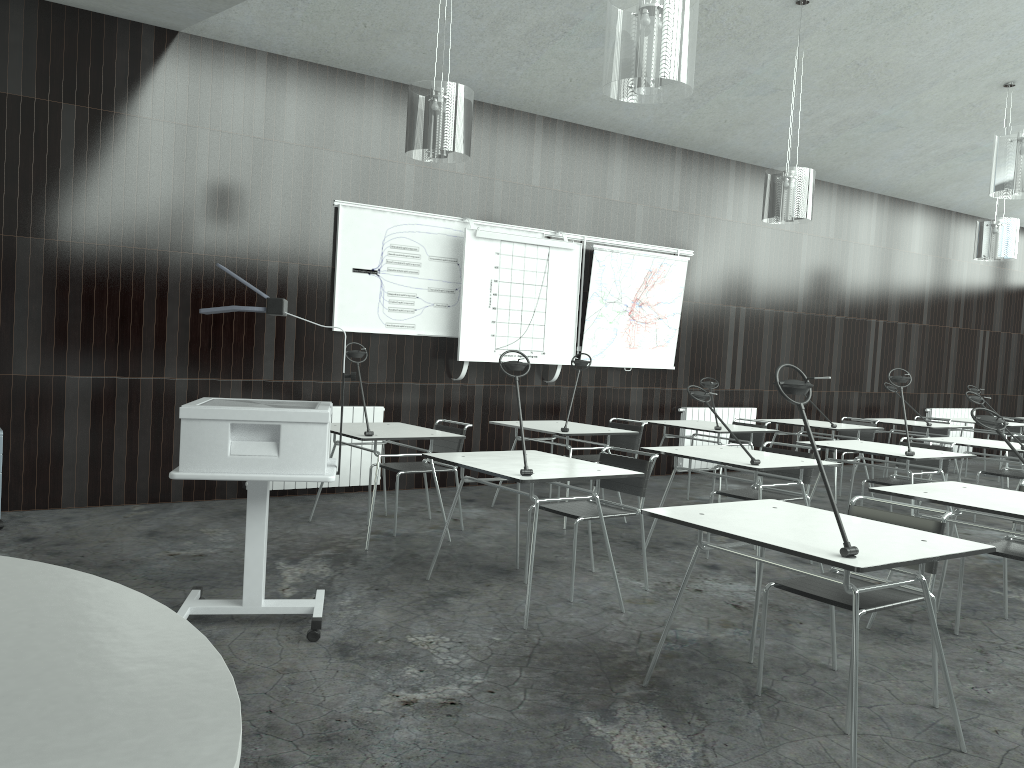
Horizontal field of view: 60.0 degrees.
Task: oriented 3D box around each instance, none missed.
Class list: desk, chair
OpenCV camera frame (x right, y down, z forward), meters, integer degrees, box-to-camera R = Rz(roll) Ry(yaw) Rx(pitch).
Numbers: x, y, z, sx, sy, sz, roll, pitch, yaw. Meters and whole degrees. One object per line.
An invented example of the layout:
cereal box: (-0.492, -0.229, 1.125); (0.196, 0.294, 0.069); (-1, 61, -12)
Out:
desk: (2.487, 0.538, 5.947); (0.700, 1.321, 0.900); (1, 3, -34)
desk: (0.078, 0.483, 4.282); (0.700, 1.321, 0.900); (1, 3, -34)
chair: (3.112, 0.743, 8.335); (0.555, 0.765, 0.428); (1, 3, -35)
chair: (1.505, 0.791, 5.294); (0.555, 0.765, 0.428); (1, 3, -38)
chair: (2.351, 0.892, 3.994); (0.555, 0.765, 0.428); (1, 3, -34)
desk: (0.362, 0.403, 6.453); (0.700, 1.321, 0.900); (1, 3, -36)
desk: (1.588, 0.518, 7.232); (0.700, 1.153, 0.900); (1, 3, -34)
chair: (5.422, 0.796, 9.928); (0.555, 0.765, 0.428); (1, 3, -36)
chair: (2.748, 0.819, 6.161); (0.555, 0.765, 0.428); (1, 3, -39)
desk: (2.778, 0.544, 8.085); (0.700, 1.153, 0.900); (1, 3, -35)
desk: (3.664, 0.649, 6.760); (0.700, 1.153, 0.900); (1, 3, -34)
desk: (5.162, 0.599, 9.711); (0.700, 1.153, 0.900); (1, 3, -36)
desk: (3.987, 0.573, 8.892); (0.700, 1.153, 0.900); (1, 3, -34)
chair: (-0.597, 0.658, 5.783); (0.555, 0.765, 0.428); (1, 3, -36)
desk: (1.284, 0.596, 5.079); (0.700, 1.153, 0.900); (1, 3, -34)
desk: (-0.893, 0.821, 1.147); (0.910, 0.818, 1.600); (1, 3, -39)
chair: (4.171, 0.766, 9.084); (0.555, 0.765, 0.428); (1, 3, -38)
desk: (2.123, 0.696, 3.808); (0.700, 1.153, 0.900); (1, 3, -34)
chair: (0.411, 0.766, 4.530); (0.555, 0.765, 0.428); (1, 3, -37)
desk: (-0.819, 0.378, 5.590); (0.700, 1.321, 0.900); (1, 3, -35)
chair: (0.689, 0.685, 6.710); (0.555, 0.765, 0.428); (1, 3, -36)
desk: (0.983, 0.589, 2.964); (0.700, 1.321, 0.900); (1, 3, -33)
desk: (4.862, 0.678, 7.559); (0.700, 1.153, 0.900); (1, 3, -36)
chair: (1.817, 0.714, 7.418); (0.555, 0.765, 0.428); (1, 3, -32)
chair: (1.223, 0.869, 3.160); (0.555, 0.765, 0.428); (1, 3, -35)
chair: (4.001, 0.848, 7.005); (0.555, 0.765, 0.428); (1, 3, -34)
desk: (6.404, 0.630, 10.518); (0.700, 1.153, 0.900); (1, 3, -34)

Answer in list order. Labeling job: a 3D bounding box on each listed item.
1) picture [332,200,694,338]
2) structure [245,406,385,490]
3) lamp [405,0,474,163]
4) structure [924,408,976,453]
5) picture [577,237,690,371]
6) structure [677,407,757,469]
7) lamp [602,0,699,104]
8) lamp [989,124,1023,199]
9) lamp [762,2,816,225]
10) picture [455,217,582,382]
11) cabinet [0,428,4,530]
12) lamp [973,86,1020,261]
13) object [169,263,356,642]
picture: (0.215, -0.964, 7.812); (3.818, 1.102, 0.050); (1, 3, -34)
structure: (-1.503, 0.530, 6.746); (1.129, 0.688, 0.079); (1, 3, -34)
lamp: (-0.364, -2.275, 4.861); (0.359, 1.761, 0.350); (1, 3, -34)
structure: (5.748, 0.699, 11.672); (1.129, 0.688, 0.079); (1, 3, -34)
picture: (1.156, -0.804, 8.380); (1.211, 1.342, 0.163); (1, 3, -34)
structure: (2.123, 0.615, 9.209); (1.129, 0.688, 0.079); (1, 3, -34)
lamp: (0.595, -2.437, 3.454); (0.359, 2.307, 0.350); (1, 3, -34)
lamp: (3.037, -2.380, 5.113); (0.359, 2.307, 0.350); (1, 3, -34)
lamp: (2.077, -2.218, 6.519); (0.359, 1.761, 0.350); (1, 3, -34)
picture: (0.035, -0.769, 7.576); (1.191, 1.508, 0.254); (1, 3, -34)
cabinet: (-3.298, 0.602, 5.229); (0.502, 0.648, 0.598); (1, 3, -35)
lamp: (4.519, -2.161, 8.178); (0.359, 1.761, 0.350); (1, 3, -34)
object: (-1.006, 0.293, 3.666); (0.680, 1.639, 0.559); (3, 3, -10)
